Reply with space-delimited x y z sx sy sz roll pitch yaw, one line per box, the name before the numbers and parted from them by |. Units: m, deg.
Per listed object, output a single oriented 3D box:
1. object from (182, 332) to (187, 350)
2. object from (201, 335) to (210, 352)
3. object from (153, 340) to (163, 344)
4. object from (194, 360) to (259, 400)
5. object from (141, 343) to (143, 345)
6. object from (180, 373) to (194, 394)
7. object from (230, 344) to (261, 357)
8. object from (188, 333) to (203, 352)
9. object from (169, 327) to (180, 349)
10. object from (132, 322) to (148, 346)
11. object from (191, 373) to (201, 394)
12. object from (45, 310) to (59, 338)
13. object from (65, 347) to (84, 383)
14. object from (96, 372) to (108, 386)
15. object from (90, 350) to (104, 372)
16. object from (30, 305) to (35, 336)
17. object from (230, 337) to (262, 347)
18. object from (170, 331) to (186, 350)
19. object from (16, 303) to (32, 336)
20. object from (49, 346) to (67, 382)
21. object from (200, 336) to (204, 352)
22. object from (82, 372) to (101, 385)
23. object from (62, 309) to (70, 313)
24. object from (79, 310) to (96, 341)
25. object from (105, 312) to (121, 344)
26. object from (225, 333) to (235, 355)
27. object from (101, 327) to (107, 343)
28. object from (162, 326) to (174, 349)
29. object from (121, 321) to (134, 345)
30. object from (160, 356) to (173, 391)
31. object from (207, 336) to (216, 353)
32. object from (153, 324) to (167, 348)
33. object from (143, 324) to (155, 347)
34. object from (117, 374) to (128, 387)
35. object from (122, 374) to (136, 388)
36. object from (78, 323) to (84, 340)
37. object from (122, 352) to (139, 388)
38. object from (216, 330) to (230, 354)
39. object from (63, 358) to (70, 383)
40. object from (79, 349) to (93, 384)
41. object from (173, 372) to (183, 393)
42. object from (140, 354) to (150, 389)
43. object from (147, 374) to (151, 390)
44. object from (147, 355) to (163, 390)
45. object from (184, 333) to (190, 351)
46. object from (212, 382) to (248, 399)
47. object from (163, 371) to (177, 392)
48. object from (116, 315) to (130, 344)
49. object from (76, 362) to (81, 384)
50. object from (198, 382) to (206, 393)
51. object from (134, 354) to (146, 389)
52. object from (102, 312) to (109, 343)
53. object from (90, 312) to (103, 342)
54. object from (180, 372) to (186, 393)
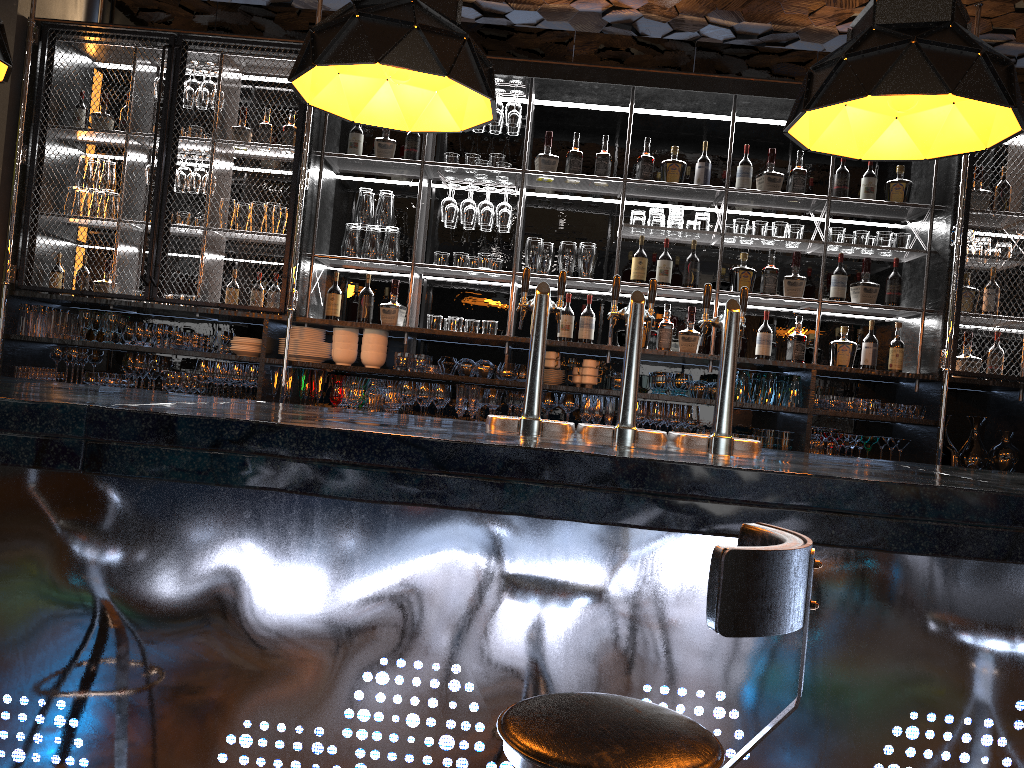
object | -1.863 -0.240 4.979 0.078 0.103 0.078 5 -1 44
object | -1.771 -0.228 5.069 0.078 0.099 0.078 6 -1 -31
object | -2.057 -0.272 5.160 0.081 0.132 0.081 6 -1 -27
object | -1.580 -0.006 4.976 0.376 0.227 0.186 5 -1 0
object | -2.142 -0.280 5.112 0.081 0.132 0.081 6 -1 -27
object | -1.811 0.012 4.939 0.074 0.146 0.065 5 -1 -4
object | -1.467 -0.183 4.950 0.211 0.060 0.209 6 -1 -39
object | -1.743 -0.228 4.885 0.078 0.099 0.078 6 -1 -31
object | -1.941 -0.261 5.070 0.074 0.131 0.074 5 -1 14
object | -2.063 -0.275 4.911 0.081 0.132 0.081 6 -1 -27
object | -1.809 0.013 5.046 0.065 0.146 0.074 5 -1 24
object | -2.551 -0.332 4.920 0.051 0.152 0.058 5 -1 6
object | -2.433 -0.087 4.914 0.091 0.227 0.091 5 -1 24
object | -2.325 -0.013 5.013 0.093 0.101 0.093 6 -1 -38
object | -2.421 -0.084 5.134 0.091 0.227 0.091 6 -1 -36
object | -2.706 -0.357 5.007 0.067 0.174 0.067 5 -1 42
object | -1.462 -0.224 4.950 0.209 0.060 0.211 6 -1 -44
object | -1.842 -0.239 4.895 0.078 0.103 0.078 5 -1 44
object | -2.711 -0.358 4.931 0.067 0.174 0.067 5 -1 10
object | -2.526 -0.096 4.918 0.091 0.227 0.091 6 -1 -36
object | -1.774 -0.230 4.976 0.078 0.099 0.078 6 -1 -31
object | -2.328 -0.014 4.908 0.093 0.101 0.093 6 -1 -30
object | -2.635 -0.348 5.195 0.067 0.174 0.067 5 -1 41
object | -2.357 -0.321 4.902 0.087 0.170 0.087 6 -1 -38
object | -2.206 -0.308 4.887 0.087 0.170 0.087 6 -1 -38
object | -1.650 -0.233 5.152 0.074 0.131 0.074 5 -1 14
object | -2.350 -0.319 5.139 0.087 0.170 0.087 6 -1 -38
object | -1.943 -0.262 4.984 0.074 0.131 0.074 5 -1 14
object | -2.145 -0.282 4.965 0.081 0.132 0.081 6 -1 -27
object | -1.999 -0.045 5.097 0.088 0.229 0.077 5 -1 3
object | -1.765 -0.227 5.153 0.078 0.099 0.078 6 -1 -31
object | -1.948 -0.263 4.897 0.074 0.131 0.074 5 -1 14
object | -2.064 -0.274 5.031 0.081 0.132 0.081 6 -1 -27
object | -2.223 -0.004 5.012 0.093 0.101 0.093 5 -1 22
object | -2.215 -0.002 5.113 0.093 0.101 0.093 5 -1 16
object | -2.544 -0.328 5.216 0.051 0.152 0.058 6 -1 -38
object | -2.109 -0.058 4.889 0.088 0.229 0.077 5 -1 15
object | -1.625 -0.232 4.975 0.074 0.131 0.074 5 -1 14
object | -2.521 -0.094 5.027 0.091 0.227 0.091 5 -1 41
object | -2.428 -0.086 5.017 0.091 0.227 0.091 6 -1 -35
object | -1.906 0.004 5.041 0.065 0.146 0.074 5 -1 14
object | -2.107 -0.056 5.063 0.077 0.229 0.088 5 -1 17
object | -2.104 -0.055 5.155 0.077 0.229 0.088 6 -1 -24
object | -2.005 -0.047 4.974 0.088 0.229 0.077 5 -1 1
object | -1.863 -0.239 5.071 0.078 0.103 0.078 5 -1 44
object | -1.575 -0.003 5.172 0.376 0.227 0.186 5 -1 0
object | -1.907 0.003 4.937 0.074 0.146 0.065 6 -1 -22
object | -2.262 -0.310 5.125 0.087 0.170 0.087 6 -1 -38
object | -2.525 -0.093 5.161 0.091 0.227 0.091 5 -1 5
object | -1.803 0.015 5.148 0.074 0.146 0.065 5 -1 24
object | -2.105 -0.056 4.981 0.088 0.229 0.077 6 -1 -39
object | -2.265 -0.312 4.980 0.087 0.170 0.087 6 -1 -38
object | -2.353 -0.320 5.020 0.087 0.170 0.087 6 -1 -38
object | -1.904 0.006 5.138 0.065 0.146 0.074 5 -1 31
